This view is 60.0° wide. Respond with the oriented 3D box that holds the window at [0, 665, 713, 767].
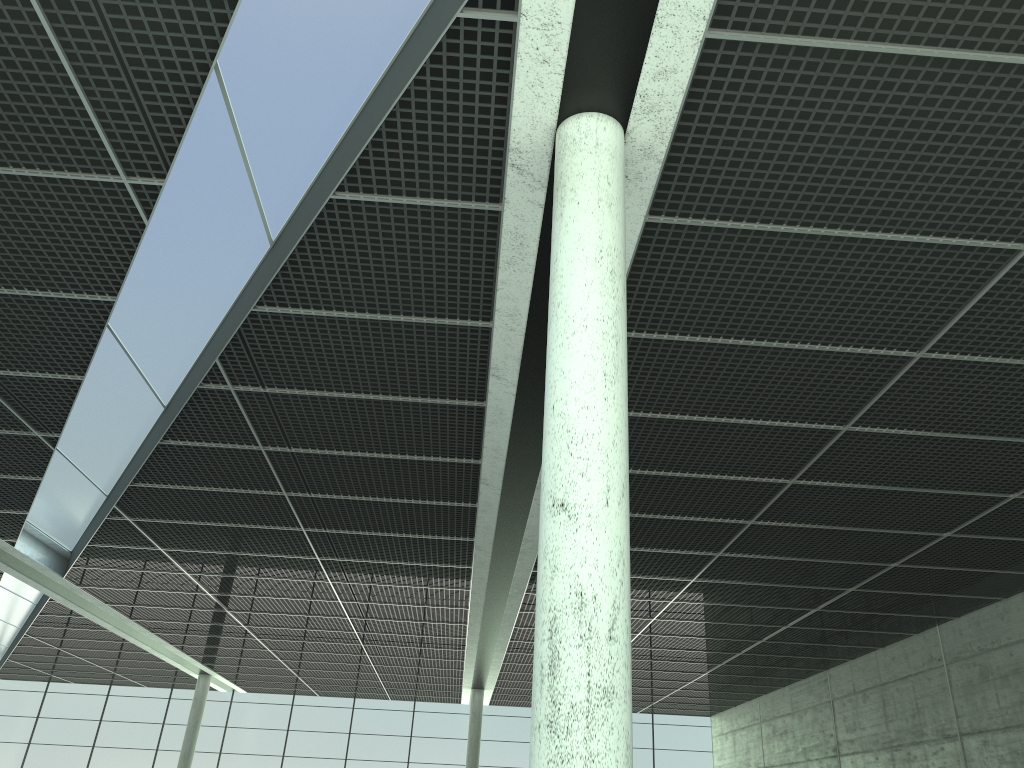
[{"bbox_3d":[-26.153,17.086,44.845,100.194,16.084,100.133,4,-29,-2],"label":"window"}]
